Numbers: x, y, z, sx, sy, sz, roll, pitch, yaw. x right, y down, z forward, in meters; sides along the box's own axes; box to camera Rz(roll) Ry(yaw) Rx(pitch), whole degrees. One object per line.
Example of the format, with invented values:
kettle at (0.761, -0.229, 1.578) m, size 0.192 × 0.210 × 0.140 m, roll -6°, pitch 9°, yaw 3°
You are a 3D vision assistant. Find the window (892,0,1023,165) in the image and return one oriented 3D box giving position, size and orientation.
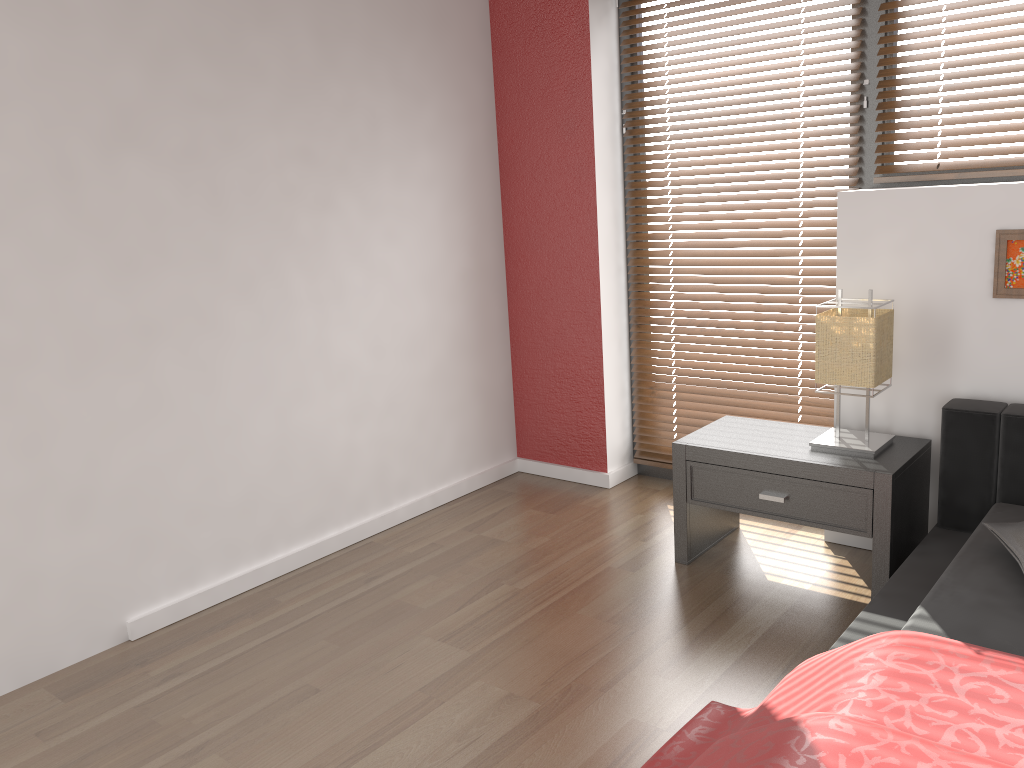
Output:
window at (2.369, -1.000, 2.120) m, size 2.817 × 0.786 × 0.020 m, roll 6°, pitch 16°, yaw 39°

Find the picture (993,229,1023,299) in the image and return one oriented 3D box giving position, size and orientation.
picture at (1.502, -0.345, 2.554) m, size 0.200 × 0.200 × 0.010 m, roll 6°, pitch 16°, yaw 39°

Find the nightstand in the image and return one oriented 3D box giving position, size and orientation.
nightstand at (0.934, 0.392, 2.902) m, size 0.700 × 0.423 × 0.413 m, roll 6°, pitch 16°, yaw 39°

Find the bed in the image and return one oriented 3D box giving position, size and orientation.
bed at (1.339, 0.635, 1.292) m, size 2.469 × 0.577 × 2.413 m, roll 6°, pitch 16°, yaw 39°

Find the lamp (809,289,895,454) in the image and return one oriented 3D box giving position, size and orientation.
lamp at (1.054, -0.052, 2.735) m, size 0.200 × 0.480 × 0.200 m, roll 6°, pitch 16°, yaw 39°

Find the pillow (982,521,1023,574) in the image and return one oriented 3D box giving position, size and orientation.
pillow at (1.507, 0.387, 1.971) m, size 0.745 × 0.172 × 0.418 m, roll 0°, pitch 13°, yaw 15°

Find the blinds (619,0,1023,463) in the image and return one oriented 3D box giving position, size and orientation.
blinds at (2.358, -0.423, 2.193) m, size 4.840 × 1.952 × 0.032 m, roll 6°, pitch 16°, yaw 39°

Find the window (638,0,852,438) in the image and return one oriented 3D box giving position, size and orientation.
window at (0.892, -0.640, 3.461) m, size 0.889 × 1.893 × 0.020 m, roll 6°, pitch 16°, yaw 39°
